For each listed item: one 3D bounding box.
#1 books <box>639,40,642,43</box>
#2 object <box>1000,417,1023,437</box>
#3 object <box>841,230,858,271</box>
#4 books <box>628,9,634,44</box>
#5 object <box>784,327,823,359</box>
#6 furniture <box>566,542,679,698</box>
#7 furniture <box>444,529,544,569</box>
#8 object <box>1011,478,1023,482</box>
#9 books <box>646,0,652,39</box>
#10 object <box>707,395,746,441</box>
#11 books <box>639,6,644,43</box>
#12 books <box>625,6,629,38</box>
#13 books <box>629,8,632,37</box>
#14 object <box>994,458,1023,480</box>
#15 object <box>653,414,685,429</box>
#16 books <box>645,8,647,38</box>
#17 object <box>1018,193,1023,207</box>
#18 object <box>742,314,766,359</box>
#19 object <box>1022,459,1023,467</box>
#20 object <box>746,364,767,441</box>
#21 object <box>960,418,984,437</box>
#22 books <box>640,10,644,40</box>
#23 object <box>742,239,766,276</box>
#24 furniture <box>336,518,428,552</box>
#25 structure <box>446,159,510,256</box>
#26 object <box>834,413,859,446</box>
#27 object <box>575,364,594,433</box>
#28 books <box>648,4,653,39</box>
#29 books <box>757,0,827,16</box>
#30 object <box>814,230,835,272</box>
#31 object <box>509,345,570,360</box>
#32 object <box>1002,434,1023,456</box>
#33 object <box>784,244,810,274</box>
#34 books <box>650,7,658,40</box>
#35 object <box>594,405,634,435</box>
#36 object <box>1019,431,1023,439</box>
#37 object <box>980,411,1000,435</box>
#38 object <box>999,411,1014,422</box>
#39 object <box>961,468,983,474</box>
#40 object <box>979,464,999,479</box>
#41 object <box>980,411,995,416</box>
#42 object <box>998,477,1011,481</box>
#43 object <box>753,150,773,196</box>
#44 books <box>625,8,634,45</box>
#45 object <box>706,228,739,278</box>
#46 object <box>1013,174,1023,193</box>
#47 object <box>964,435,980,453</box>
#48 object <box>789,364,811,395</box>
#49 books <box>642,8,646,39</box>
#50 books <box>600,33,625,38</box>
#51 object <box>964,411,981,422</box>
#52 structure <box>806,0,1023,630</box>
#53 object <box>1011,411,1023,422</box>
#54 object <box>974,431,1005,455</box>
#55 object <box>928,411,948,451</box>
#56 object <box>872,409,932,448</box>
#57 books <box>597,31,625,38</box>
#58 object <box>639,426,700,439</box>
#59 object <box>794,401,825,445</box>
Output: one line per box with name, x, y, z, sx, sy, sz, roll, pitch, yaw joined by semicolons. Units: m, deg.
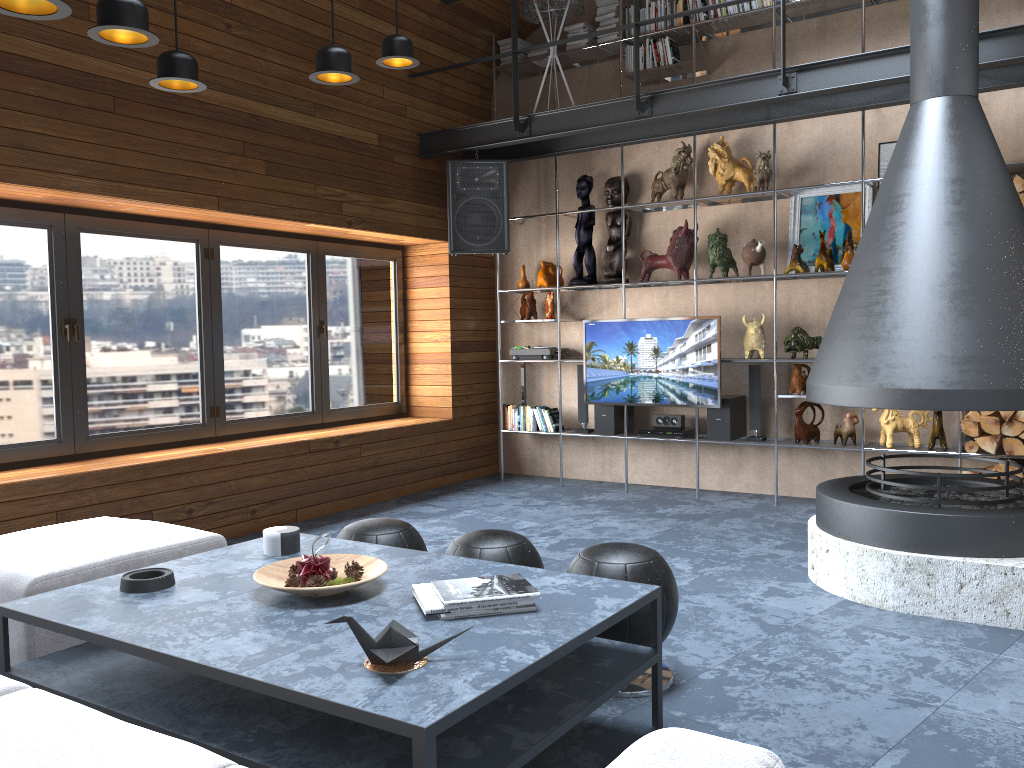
books;0.961;-2.655;6.578;0.013;0.234;0.148;1;3;33
object;3.023;0.246;5.363;0.147;0.118;0.288;1;3;29
object;2.234;-0.871;5.834;0.123;0.270;0.227;1;3;33
books;0.907;-2.655;6.614;0.013;0.234;0.148;1;3;33
object;2.004;-0.281;6.023;0.403;0.221;0.192;-2;3;-20
furniture;0.370;0.782;3.050;0.401;0.462;0.402;-4;4;-42
furniture;-0.075;0.777;3.300;0.402;0.462;0.401;-3;4;-37
object;3.075;0.596;5.367;0.107;0.098;0.330;1;3;29
books;1.024;-2.670;6.521;0.020;0.268;0.143;1;3;33
object;1.550;0.242;6.407;0.175;0.303;0.343;1;4;33
books;0.969;-2.652;6.559;0.021;0.231;0.161;1;3;33
books;0.895;-2.667;6.639;0.010;0.255;0.207;1;3;33
books;0.916;-2.654;6.600;0.018;0.232;0.169;1;3;33
object;3.018;0.510;5.369;0.164;0.128;0.322;1;4;32
object;1.173;0.281;6.625;0.223;0.101;0.080;1;4;33
books;1.012;-2.644;6.530;0.010;0.217;0.148;1;3;33
object;3.020;-1.057;5.278;0.164;0.128;0.322;1;4;34
object;1.695;-0.331;6.189;0.154;0.309;0.325;0;3;18
object;3.118;0.531;5.329;0.099;0.131;0.309;1;3;29
object;1.717;0.130;6.231;0.112;0.533;0.112;1;3;33
object;2.851;0.260;5.496;0.110;0.109;0.321;1;4;34
books;0.978;-2.639;6.546;0.010;0.206;0.130;1;3;33
object;1.674;-0.873;6.140;0.164;0.266;0.237;-4;4;-40
furniture;-0.533;0.773;3.559;0.402;0.462;0.401;-2;3;-17
structure;-0.273;-1.335;6.767;0.461;0.735;0.488;-1;3;-7
object;2.206;0.298;5.902;0.119;0.220;0.212;-2;3;-23
object;0.570;0.113;6.981;0.112;0.533;0.112;1;3;33
books;1.033;-2.651;6.506;0.010;0.231;0.129;1;3;33
books;1.868;-2.625;5.927;0.467;0.211;0.139;1;3;33
object;2.104;-0.880;5.944;0.097;0.290;0.290;1;3;32
object;0.217;-0.258;7.224;0.404;0.114;0.320;1;4;33
object;3.041;0.360;5.364;0.135;0.114;0.299;1;3;31
object;1.967;-0.844;6.048;0.137;0.207;0.272;1;4;37
books;1.044;-2.638;6.504;0.010;0.206;0.130;1;3;33
object;0.794;0.231;6.901;0.175;0.303;0.343;1;4;33
object;3.104;0.284;5.328;0.103;0.098;0.330;1;3;30
object;2.933;0.230;5.436;0.115;0.131;0.374;0;3;29
object;2.998;0.168;5.373;0.107;0.098;0.330;1;3;29
object;2.857;0.577;5.501;0.111;0.121;0.310;1;4;32
object;2.929;0.550;5.451;0.128;0.107;0.329;1;4;33
object;2.919;0.111;5.424;0.112;0.153;0.291;1;3;30
object;3.008;0.608;5.412;0.101;0.110;0.331;1;4;35
object;1.720;-1.445;6.077;0.131;0.280;0.208;0;3;15
books;0.884;-2.654;6.601;0.013;0.234;0.148;1;3;33
object;1.484;-0.920;6.275;0.255;0.356;0.167;-3;4;-38
object;3.030;-1.167;5.257;0.107;0.121;0.289;1;4;32
object;2.871;0.359;5.518;0.103;0.110;0.312;1;3;30
object;1.992;-0.035;6.054;0.217;0.214;0.108;-3;3;-32
books;0.998;-2.641;6.534;0.018;0.210;0.146;1;3;33
books;0.788;-2.600;6.697;0.161;0.013;0.217;1;4;33
object;2.860;0.167;5.481;0.107;0.110;0.331;1;3;31
structure;2.161;-1.918;3.873;1.689;5.700;1.197;1;3;33
object;3.075;0.181;5.342;0.101;0.110;0.331;1;4;35
object;2.939;0.353;5.437;0.154;0.131;0.362;1;4;34
object;2.686;0.234;5.593;0.116;0.358;0.198;0;3;26
object;2.516;0.228;5.725;0.375;0.363;0.170;-1;3;-1
books;0.783;-2.613;6.692;0.182;0.016;0.252;1;4;37
object;1.177;0.360;6.633;0.360;0.058;0.325;1;4;33
object;2.008;0.263;6.032;0.249;0.290;0.114;-3;3;-31
